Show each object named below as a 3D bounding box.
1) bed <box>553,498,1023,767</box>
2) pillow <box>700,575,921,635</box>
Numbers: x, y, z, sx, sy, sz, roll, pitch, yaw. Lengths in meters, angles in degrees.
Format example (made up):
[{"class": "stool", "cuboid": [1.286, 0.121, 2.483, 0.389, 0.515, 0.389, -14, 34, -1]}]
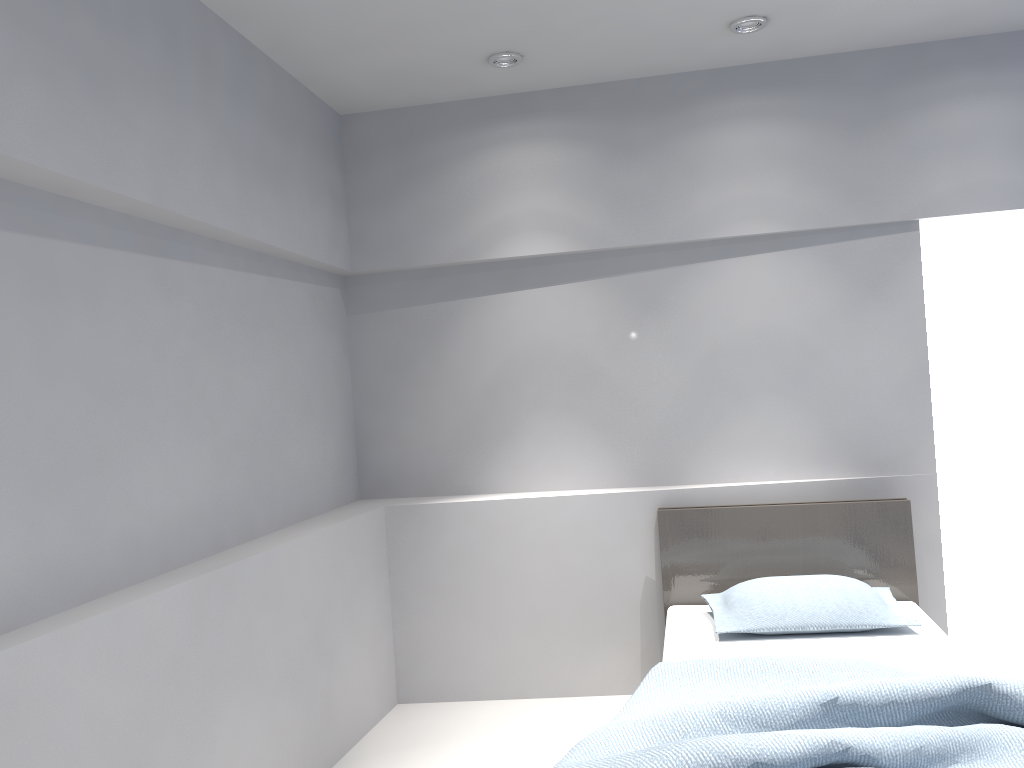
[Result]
[{"class": "bed", "cuboid": [0.917, 0.900, 2.694, 1.411, 0.752, 2.319, -4, 0, 11]}, {"class": "pillow", "cuboid": [1.118, 0.833, 3.384, 0.746, 0.173, 0.417, -4, 0, 6]}]
